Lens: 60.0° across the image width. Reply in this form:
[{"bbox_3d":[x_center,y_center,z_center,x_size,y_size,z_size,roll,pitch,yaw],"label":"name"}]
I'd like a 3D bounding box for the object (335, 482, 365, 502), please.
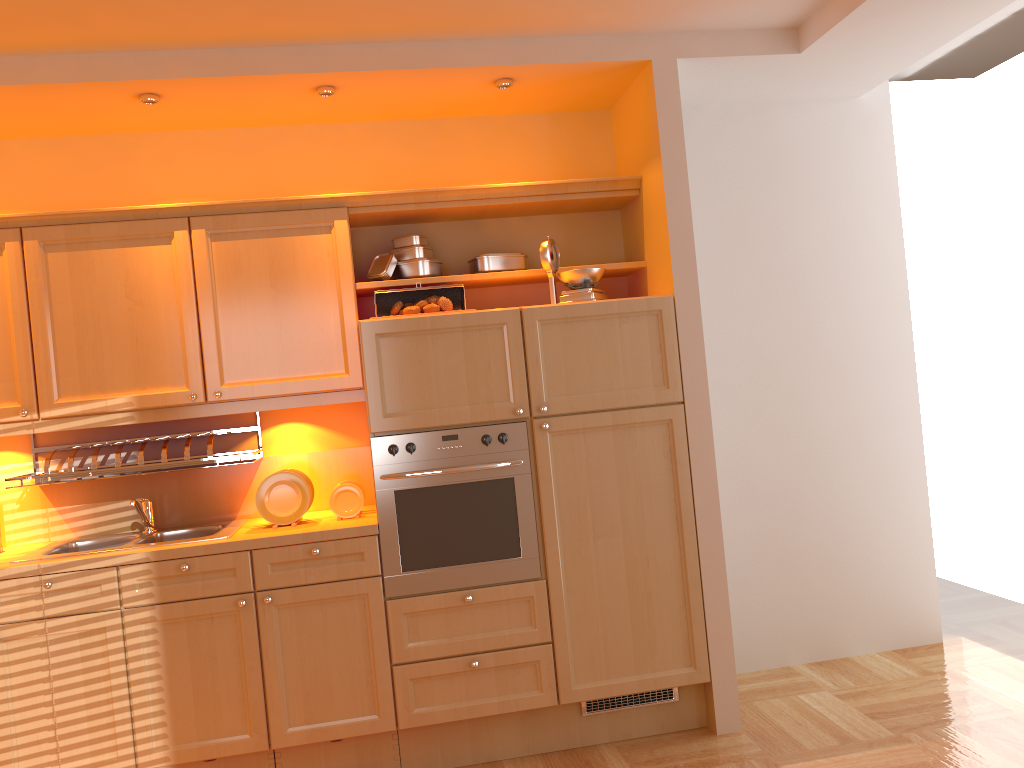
[{"bbox_3d":[-0.650,0.453,3.511,0.133,0.129,0.037,-6,0,-9],"label":"object"}]

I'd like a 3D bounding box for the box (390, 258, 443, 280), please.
[{"bbox_3d":[-0.416,-0.464,3.710,0.242,0.090,0.169,-6,0,27],"label":"box"}]

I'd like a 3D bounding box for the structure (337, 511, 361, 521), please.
[{"bbox_3d":[-0.644,0.516,3.512,0.084,0.010,0.219,-6,0,-8],"label":"structure"}]

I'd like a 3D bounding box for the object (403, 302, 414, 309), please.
[{"bbox_3d":[-0.404,-0.292,3.493,0.069,0.061,0.037,-6,0,-26],"label":"object"}]

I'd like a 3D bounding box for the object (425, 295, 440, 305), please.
[{"bbox_3d":[-0.303,-0.325,3.454,0.063,0.047,0.061,-6,0,39],"label":"object"}]

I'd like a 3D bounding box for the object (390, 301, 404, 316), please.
[{"bbox_3d":[-0.446,-0.288,3.444,0.055,0.064,0.069,-6,0,-4],"label":"object"}]

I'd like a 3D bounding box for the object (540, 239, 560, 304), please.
[{"bbox_3d":[0.161,-0.444,3.545,0.039,0.271,0.134,-6,0,26],"label":"object"}]

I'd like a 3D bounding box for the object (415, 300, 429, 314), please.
[{"bbox_3d":[-0.347,-0.295,3.429,0.065,0.056,0.056,-6,0,-25],"label":"object"}]

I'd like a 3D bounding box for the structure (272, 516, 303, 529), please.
[{"bbox_3d":[-0.869,0.538,3.445,0.084,0.010,0.219,-6,0,-6],"label":"structure"}]

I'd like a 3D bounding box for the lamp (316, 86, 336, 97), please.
[{"bbox_3d":[-0.708,-1.112,3.375,0.070,0.021,0.070,-6,0,42],"label":"lamp"}]

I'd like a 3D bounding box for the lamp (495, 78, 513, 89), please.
[{"bbox_3d":[-0.031,-1.177,3.482,0.070,0.021,0.070,-6,0,42],"label":"lamp"}]

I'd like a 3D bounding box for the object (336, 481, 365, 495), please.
[{"bbox_3d":[-0.653,0.453,3.538,0.133,0.129,0.037,-6,0,-9],"label":"object"}]

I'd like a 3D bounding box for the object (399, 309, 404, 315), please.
[{"bbox_3d":[-0.407,-0.278,3.441,0.067,0.035,0.068,-6,0,32],"label":"object"}]

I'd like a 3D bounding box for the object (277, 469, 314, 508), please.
[{"bbox_3d":[-0.888,0.438,3.505,0.205,0.200,0.049,-6,0,-7],"label":"object"}]

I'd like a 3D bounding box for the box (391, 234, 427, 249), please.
[{"bbox_3d":[-0.428,-0.587,3.710,0.140,0.052,0.098,-6,0,27],"label":"box"}]

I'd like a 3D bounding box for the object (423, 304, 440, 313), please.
[{"bbox_3d":[-0.307,-0.288,3.386,0.065,0.036,0.062,-6,0,4],"label":"object"}]

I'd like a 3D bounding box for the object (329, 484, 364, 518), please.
[{"bbox_3d":[-0.639,0.452,3.428,0.133,0.129,0.037,-6,0,-9],"label":"object"}]

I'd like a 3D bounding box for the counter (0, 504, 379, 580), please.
[{"bbox_3d":[-1.416,0.615,3.367,1.800,0.038,0.600,-6,0,-9],"label":"counter"}]

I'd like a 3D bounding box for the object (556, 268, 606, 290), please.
[{"bbox_3d":[0.275,-0.404,3.492,0.199,0.075,0.199,-6,0,-40],"label":"object"}]

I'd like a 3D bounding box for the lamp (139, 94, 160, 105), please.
[{"bbox_3d":[-1.339,-1.051,3.276,0.070,0.021,0.070,-6,0,30],"label":"lamp"}]

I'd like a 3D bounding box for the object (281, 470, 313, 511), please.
[{"bbox_3d":[-0.885,0.438,3.477,0.205,0.200,0.049,-6,0,-7],"label":"object"}]

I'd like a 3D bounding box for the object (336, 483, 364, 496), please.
[{"bbox_3d":[-0.642,0.452,3.456,0.133,0.129,0.037,-6,0,-9],"label":"object"}]

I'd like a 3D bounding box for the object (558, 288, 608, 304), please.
[{"bbox_3d":[0.281,-0.340,3.492,0.156,0.053,0.179,-6,0,26],"label":"object"}]

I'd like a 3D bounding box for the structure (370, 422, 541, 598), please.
[{"bbox_3d":[-0.200,0.458,3.246,0.576,0.583,0.066,-6,0,-9],"label":"structure"}]

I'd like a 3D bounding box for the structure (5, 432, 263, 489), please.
[{"bbox_3d":[-1.471,0.288,3.515,0.900,0.126,0.300,-6,0,-9],"label":"structure"}]

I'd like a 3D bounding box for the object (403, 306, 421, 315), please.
[{"bbox_3d":[-0.383,-0.279,3.379,0.066,0.034,0.069,-6,0,9],"label":"object"}]

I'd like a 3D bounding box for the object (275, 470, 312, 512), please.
[{"bbox_3d":[-0.882,0.438,3.449,0.205,0.200,0.049,-6,0,-7],"label":"object"}]

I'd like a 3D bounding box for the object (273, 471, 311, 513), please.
[{"bbox_3d":[-0.879,0.437,3.421,0.205,0.200,0.049,-6,0,-7],"label":"object"}]

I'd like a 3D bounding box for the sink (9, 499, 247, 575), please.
[{"bbox_3d":[-1.417,0.602,3.364,0.746,0.336,0.465,-6,0,-9],"label":"sink"}]

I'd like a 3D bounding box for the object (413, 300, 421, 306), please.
[{"bbox_3d":[-0.352,-0.298,3.479,0.066,0.063,0.061,-6,0,-2],"label":"object"}]

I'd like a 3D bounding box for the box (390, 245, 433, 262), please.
[{"bbox_3d":[-0.423,-0.533,3.710,0.177,0.066,0.124,-6,0,27],"label":"box"}]

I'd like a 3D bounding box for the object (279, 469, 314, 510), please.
[{"bbox_3d":[-0.891,0.438,3.533,0.205,0.200,0.049,-6,0,-7],"label":"object"}]

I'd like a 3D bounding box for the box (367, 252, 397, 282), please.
[{"bbox_3d":[-0.528,-0.473,3.615,0.098,0.129,0.117,-6,0,27],"label":"box"}]

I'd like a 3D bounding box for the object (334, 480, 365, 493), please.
[{"bbox_3d":[-0.661,0.454,3.593,0.133,0.129,0.037,-6,0,-7],"label":"object"}]

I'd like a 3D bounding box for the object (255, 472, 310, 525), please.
[{"bbox_3d":[-0.877,0.437,3.393,0.205,0.200,0.049,-6,0,-7],"label":"object"}]

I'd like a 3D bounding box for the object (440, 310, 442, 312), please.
[{"bbox_3d":[-0.282,-0.291,3.439,0.065,0.036,0.062,-6,0,-6],"label":"object"}]

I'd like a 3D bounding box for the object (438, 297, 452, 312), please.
[{"bbox_3d":[-0.255,-0.304,3.410,0.045,0.064,0.066,-6,0,42],"label":"object"}]

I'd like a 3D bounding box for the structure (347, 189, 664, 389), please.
[{"bbox_3d":[-1.172,-0.501,2.817,4.091,1.148,1.061,-6,0,-35],"label":"structure"}]

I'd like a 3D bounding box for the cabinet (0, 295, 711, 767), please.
[{"bbox_3d":[-0.815,0.646,3.447,3.000,1.700,0.625,-6,0,-9],"label":"cabinet"}]

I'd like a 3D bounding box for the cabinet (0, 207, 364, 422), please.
[{"bbox_3d":[-1.521,-0.252,3.499,1.792,0.712,0.332,-6,0,-9],"label":"cabinet"}]

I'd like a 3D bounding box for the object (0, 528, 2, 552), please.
[{"bbox_3d":[-2.081,0.549,3.387,0.200,0.221,0.103,-6,0,-9],"label":"object"}]

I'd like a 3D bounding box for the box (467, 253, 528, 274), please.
[{"bbox_3d":[-0.058,-0.499,3.760,0.242,0.090,0.169,-6,0,-28],"label":"box"}]

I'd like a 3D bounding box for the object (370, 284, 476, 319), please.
[{"bbox_3d":[-0.357,-0.314,3.456,0.400,0.123,0.280,-6,0,-8],"label":"object"}]
